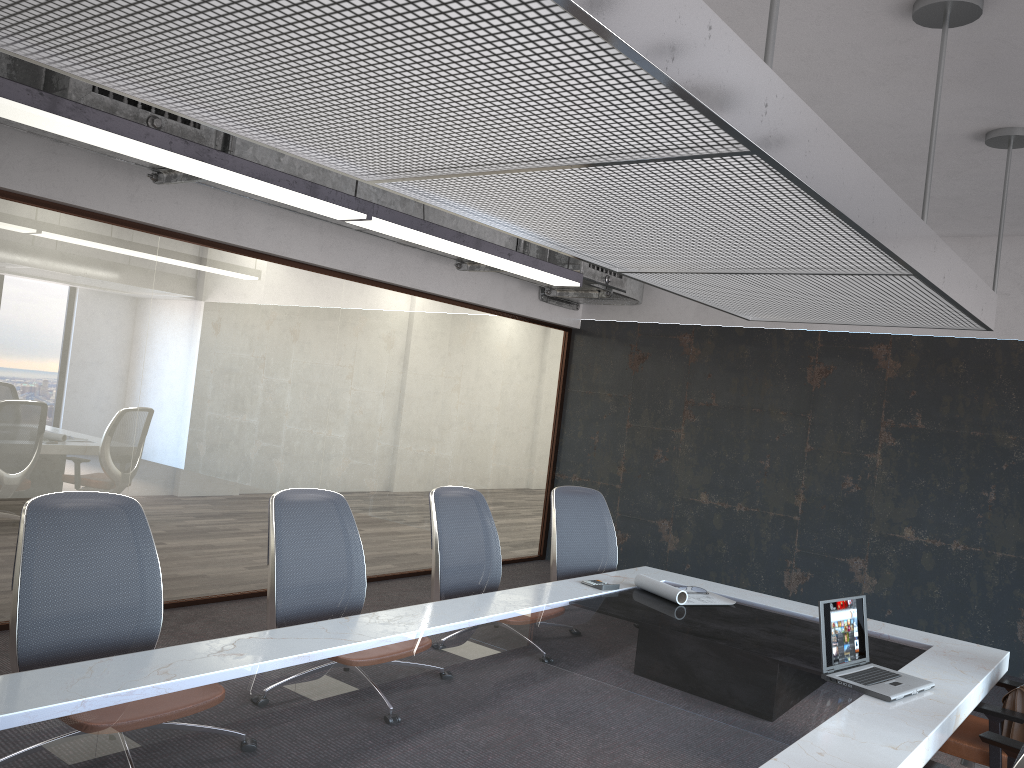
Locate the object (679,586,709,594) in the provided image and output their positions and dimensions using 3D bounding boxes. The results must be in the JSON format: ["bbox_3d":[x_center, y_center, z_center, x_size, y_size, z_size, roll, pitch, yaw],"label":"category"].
[{"bbox_3d":[0.916,1.060,4.574,0.200,0.036,0.049,7,-1,-16],"label":"object"}]

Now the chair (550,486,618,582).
[{"bbox_3d":[0.535,1.208,4.980,0.828,1.166,0.789,6,-1,17],"label":"chair"}]

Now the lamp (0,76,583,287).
[{"bbox_3d":[0.186,-1.207,2.567,4.126,0.908,6.097,6,-1,37],"label":"lamp"}]

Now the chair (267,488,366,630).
[{"bbox_3d":[-0.638,1.048,3.501,0.828,1.166,0.789,7,-1,1],"label":"chair"}]

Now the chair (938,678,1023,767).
[{"bbox_3d":[2.091,1.371,3.682,0.828,1.166,0.789,7,-1,1],"label":"chair"}]

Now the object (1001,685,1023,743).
[{"bbox_3d":[2.138,1.344,3.659,0.378,0.308,0.138,7,-1,-42],"label":"object"}]

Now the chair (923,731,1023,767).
[{"bbox_3d":[1.578,1.299,2.888,0.828,1.166,0.789,7,-1,12],"label":"chair"}]

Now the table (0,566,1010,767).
[{"bbox_3d":[-0.153,1.295,2.454,1.898,0.745,5.498,6,-1,37],"label":"table"}]

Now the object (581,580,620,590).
[{"bbox_3d":[0.446,1.007,4.477,0.126,0.026,0.161,7,-1,-39],"label":"object"}]

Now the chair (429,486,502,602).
[{"bbox_3d":[-0.071,1.126,4.257,0.828,1.166,0.789,7,-1,1],"label":"chair"}]

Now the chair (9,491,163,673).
[{"bbox_3d":[-1.206,0.970,2.746,0.828,1.166,0.789,7,-1,1],"label":"chair"}]

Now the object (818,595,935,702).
[{"bbox_3d":[1.354,0.968,3.292,0.366,0.277,0.308,7,-1,-43],"label":"object"}]

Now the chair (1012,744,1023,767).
[{"bbox_3d":[0.956,1.215,2.172,0.828,1.166,0.789,7,-1,1],"label":"chair"}]

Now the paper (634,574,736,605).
[{"bbox_3d":[0.876,1.039,4.496,0.379,0.069,0.348,7,-1,-27],"label":"paper"}]
